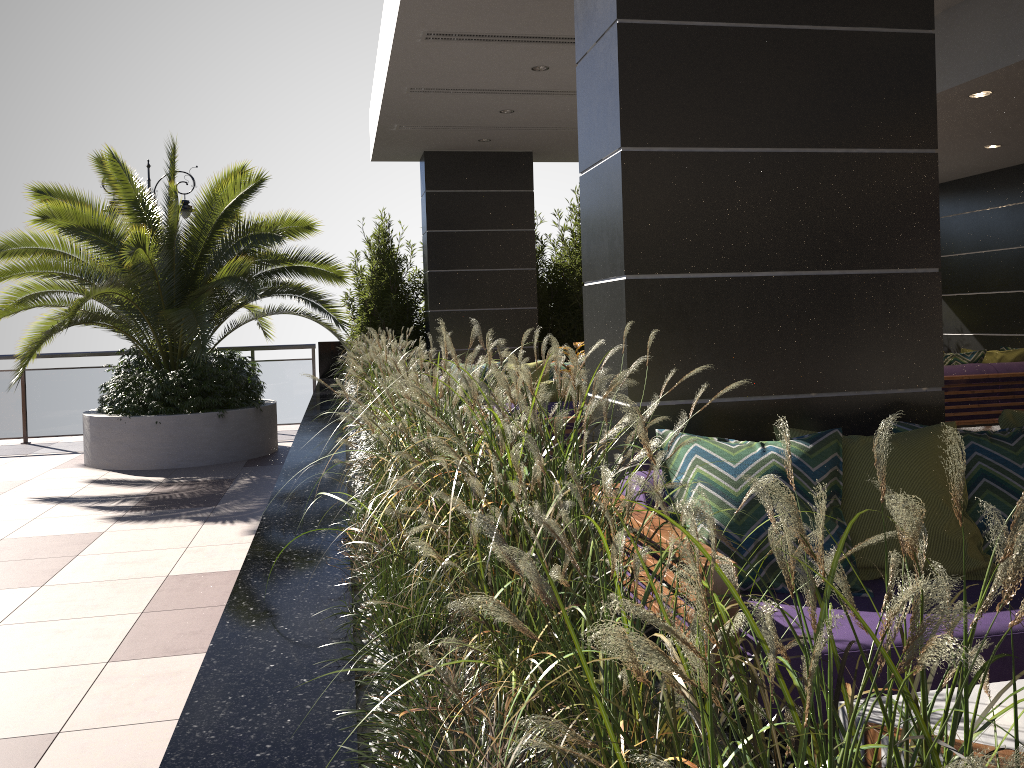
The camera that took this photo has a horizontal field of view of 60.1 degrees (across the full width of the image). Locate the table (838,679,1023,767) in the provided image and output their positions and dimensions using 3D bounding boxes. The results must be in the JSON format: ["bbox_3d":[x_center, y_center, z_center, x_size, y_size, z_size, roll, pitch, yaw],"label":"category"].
[{"bbox_3d":[1.695,0.844,1.357,2.037,0.553,0.943,-3,3,-11],"label":"table"}]

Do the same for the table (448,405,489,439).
[{"bbox_3d":[0.548,0.457,7.286,2.037,0.553,0.943,-3,3,-11],"label":"table"}]

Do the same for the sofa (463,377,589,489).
[{"bbox_3d":[0.797,0.359,6.001,2.126,0.919,1.121,-2,3,-11],"label":"sofa"}]

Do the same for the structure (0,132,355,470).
[{"bbox_3d":[-3.496,-0.914,9.063,3.750,3.300,3.809,0,3,32],"label":"structure"}]

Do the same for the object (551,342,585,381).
[{"bbox_3d":[0.528,-0.081,7.282,0.430,0.526,0.425,-2,2,6],"label":"object"}]

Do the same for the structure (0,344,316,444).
[{"bbox_3d":[-6.861,0.855,1.398,12.921,1.057,17.527,-3,4,-11],"label":"structure"}]

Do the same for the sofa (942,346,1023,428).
[{"bbox_3d":[4.229,0.089,8.281,2.126,0.919,1.121,-2,3,-11],"label":"sofa"}]

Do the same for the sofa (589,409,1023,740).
[{"bbox_3d":[1.411,0.566,2.825,2.126,0.919,1.121,-2,3,-11],"label":"sofa"}]

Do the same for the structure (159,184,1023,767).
[{"bbox_3d":[3.583,-0.437,0.434,7.819,3.118,24.762,-2,4,-11],"label":"structure"}]

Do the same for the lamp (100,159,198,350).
[{"bbox_3d":[-4.280,-1.013,10.558,1.122,3.325,0.264,-2,1,-11],"label":"lamp"}]

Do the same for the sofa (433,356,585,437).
[{"bbox_3d":[0.309,0.194,8.522,2.126,0.919,1.121,-2,3,-11],"label":"sofa"}]
